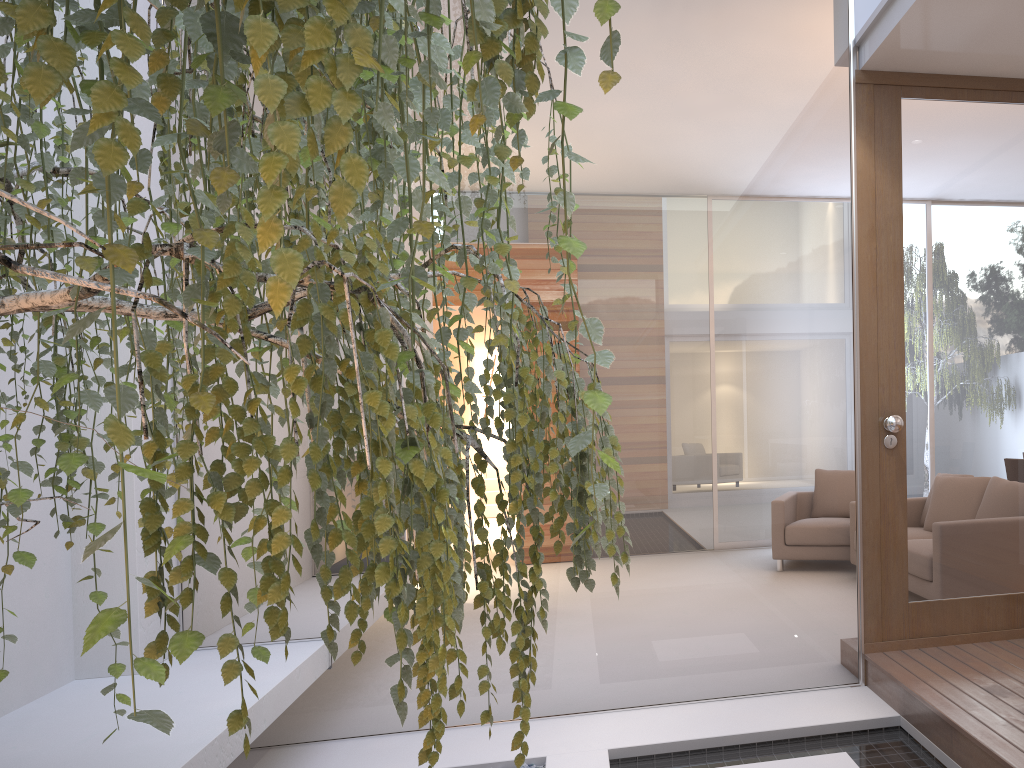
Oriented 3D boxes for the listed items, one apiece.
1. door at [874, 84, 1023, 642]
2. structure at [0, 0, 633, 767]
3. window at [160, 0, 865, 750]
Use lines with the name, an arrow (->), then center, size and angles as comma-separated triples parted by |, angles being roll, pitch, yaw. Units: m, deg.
door -> 2.037, -0.095, 3.641 | 0.990, 2.367, 0.106 | -2, 1, -11
structure -> -0.719, -0.730, 0.924 | 1.877, 3.996, 2.287 | -2, 0, -6
window -> 0.019, -0.282, 3.278 | 2.982, 3.260, 0.047 | -2, 1, -11
